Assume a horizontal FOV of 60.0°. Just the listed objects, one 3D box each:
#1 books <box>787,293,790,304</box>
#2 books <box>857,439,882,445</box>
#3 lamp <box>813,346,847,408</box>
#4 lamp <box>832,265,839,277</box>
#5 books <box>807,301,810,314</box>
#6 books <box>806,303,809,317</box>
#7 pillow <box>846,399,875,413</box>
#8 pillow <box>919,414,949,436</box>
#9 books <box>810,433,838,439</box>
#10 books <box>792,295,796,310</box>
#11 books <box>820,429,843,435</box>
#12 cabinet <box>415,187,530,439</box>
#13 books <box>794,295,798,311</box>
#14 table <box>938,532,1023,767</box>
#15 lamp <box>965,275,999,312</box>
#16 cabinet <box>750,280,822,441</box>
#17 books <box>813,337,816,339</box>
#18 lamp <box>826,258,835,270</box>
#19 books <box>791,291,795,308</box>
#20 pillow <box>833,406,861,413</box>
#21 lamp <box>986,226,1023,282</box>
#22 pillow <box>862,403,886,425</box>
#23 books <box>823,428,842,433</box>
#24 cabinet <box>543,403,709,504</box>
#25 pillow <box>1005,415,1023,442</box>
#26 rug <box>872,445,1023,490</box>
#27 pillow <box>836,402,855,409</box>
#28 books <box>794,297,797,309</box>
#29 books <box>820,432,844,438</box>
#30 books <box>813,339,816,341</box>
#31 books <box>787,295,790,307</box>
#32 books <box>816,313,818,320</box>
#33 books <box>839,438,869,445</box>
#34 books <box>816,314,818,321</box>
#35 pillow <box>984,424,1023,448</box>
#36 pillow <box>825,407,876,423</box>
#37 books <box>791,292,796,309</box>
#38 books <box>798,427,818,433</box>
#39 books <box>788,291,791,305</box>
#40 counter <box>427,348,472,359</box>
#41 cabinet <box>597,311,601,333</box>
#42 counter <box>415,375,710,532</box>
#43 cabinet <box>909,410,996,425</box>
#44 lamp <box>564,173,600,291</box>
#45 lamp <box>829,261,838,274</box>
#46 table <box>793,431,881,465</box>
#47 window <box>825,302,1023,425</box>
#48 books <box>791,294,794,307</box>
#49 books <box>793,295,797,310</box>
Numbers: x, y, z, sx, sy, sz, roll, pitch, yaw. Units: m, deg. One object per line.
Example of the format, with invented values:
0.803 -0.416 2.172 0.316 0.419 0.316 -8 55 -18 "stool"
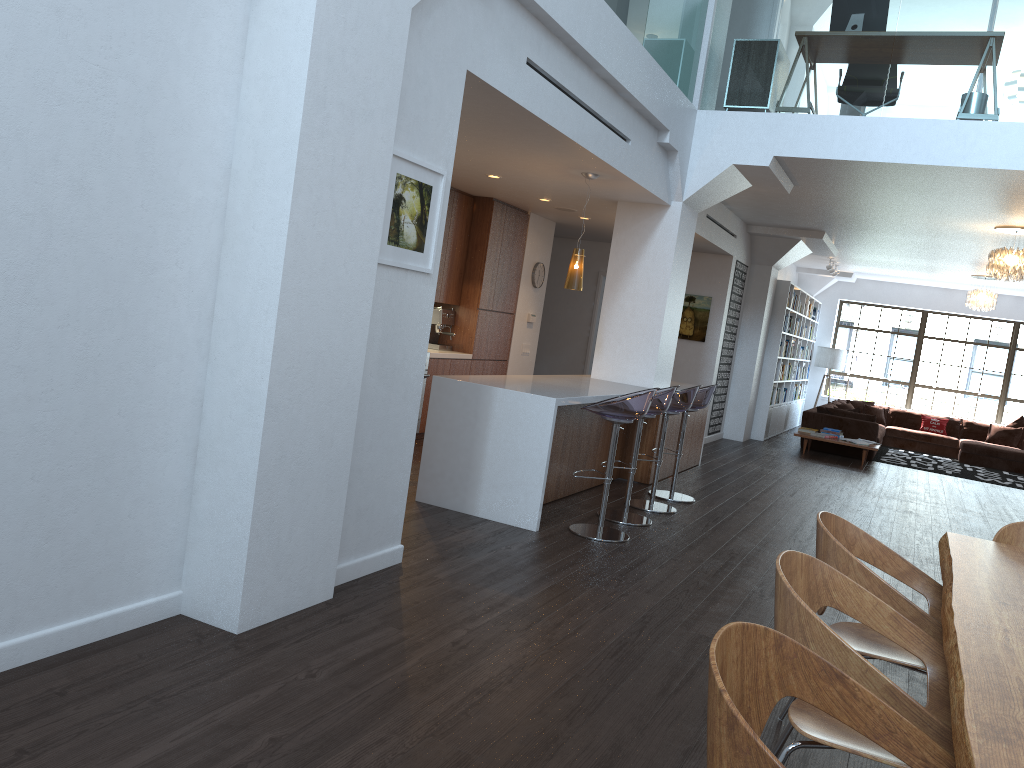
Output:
4.100 -1.276 13.423 0.161 0.218 0.101 10 5 24 "books"
5.016 0.812 12.522 0.350 0.035 0.256 5 6 -40 "books"
6.096 0.085 17.260 0.545 1.579 0.545 9 5 13 "lamp"
5.634 -1.970 15.443 0.120 0.211 0.111 8 5 -1 "lamp"
5.177 -1.340 15.765 0.176 0.290 0.053 10 5 24 "books"
5.142 -1.317 15.691 0.171 0.246 0.057 10 5 24 "books"
6.388 0.497 16.167 0.580 0.418 0.334 8 5 -2 "pillow"
7.478 0.729 15.714 0.465 0.308 0.220 10 5 21 "pillow"
4.377 0.724 12.448 0.340 0.035 0.236 5 6 -40 "books"
4.367 -1.295 13.988 0.159 0.248 0.089 10 5 24 "books"
4.612 0.694 12.787 0.279 0.035 0.191 12 5 34 "books"
-1.356 -0.727 7.823 0.598 2.499 5.299 10 5 24 "cabinet"
4.458 -1.301 14.191 0.182 0.255 0.077 10 5 24 "books"
1.278 1.048 1.608 1.012 0.750 3.803 10 5 25 "table"
7.415 -1.415 13.972 0.442 0.539 0.441 6 5 -23 "lamp"
4.683 -0.394 15.342 0.461 2.414 4.500 10 5 24 "cabinet"
5.683 -0.902 17.096 0.284 0.033 0.197 12 6 39 "books"
5.203 -1.959 14.513 0.120 0.211 0.111 6 5 -31 "lamp"
4.305 -1.316 13.869 0.176 0.293 0.125 10 5 24 "books"
5.096 0.521 13.407 0.269 0.411 0.559 7 5 -20 "pillow"
5.291 -1.361 9.378 0.442 0.539 0.441 6 5 -23 "lamp"
6.516 0.547 16.001 0.489 0.337 0.238 8 5 -6 "pillow"
4.619 0.664 12.781 0.224 0.027 0.157 11 5 29 "books"
0.772 0.439 7.869 0.898 0.796 4.493 10 5 24 "cabinet"
8.668 0.826 15.215 0.651 0.587 0.335 9 5 3 "pillow"
7.642 1.427 13.315 4.200 0.007 3.100 11 5 26 "rug"
5.597 0.510 14.749 0.325 0.391 0.625 12 6 41 "pillow"
4.416 -1.294 14.098 0.174 0.243 0.085 10 5 24 "books"
4.609 0.731 12.784 0.312 0.037 0.216 10 5 14 "books"
5.679 -0.869 17.099 0.197 0.035 0.284 5 6 -35 "books"
4.116 -1.278 13.453 0.161 0.222 0.084 10 5 24 "books"
5.824 -1.307 17.141 0.136 0.196 0.045 10 5 24 "books"
4.733 0.789 12.274 0.231 0.040 0.342 6 5 -25 "books"
5.844 -1.305 17.177 0.139 0.191 0.036 10 5 24 "books"
8.402 0.875 15.157 0.248 0.362 0.542 4 6 -45 "pillow"
5.013 0.572 13.153 0.750 0.364 0.289 10 5 24 "pillow"
4.327 -1.317 13.928 0.197 0.290 0.136 10 5 24 "books"
4.300 0.675 12.861 0.241 0.045 0.334 11 5 26 "books"
4.143 -1.295 13.521 0.170 0.251 0.118 10 5 24 "books"
-1.608 -0.312 7.441 0.600 0.050 4.387 10 5 24 "counter"
1.432 -1.046 13.846 0.527 2.991 2.630 10 5 24 "cabinet"
0.913 0.585 6.016 3.039 0.860 8.182 8 5 -5 "counter"
8.104 0.933 16.413 1.520 0.625 0.350 10 5 24 "cabinet"
1.813 -1.502 7.490 2.842 1.807 0.149 6 5 -26 "lamp"
5.416 -1.965 14.973 0.120 0.211 0.111 7 5 -16 "lamp"
4.569 0.904 12.497 1.100 0.271 0.853 10 5 24 "table"
8.515 -0.319 16.809 4.648 1.905 0.114 10 5 24 "window"
4.270 -1.290 13.789 0.174 0.242 0.105 10 5 24 "books"
4.383 -1.296 14.017 0.182 0.253 0.098 10 5 24 "books"
